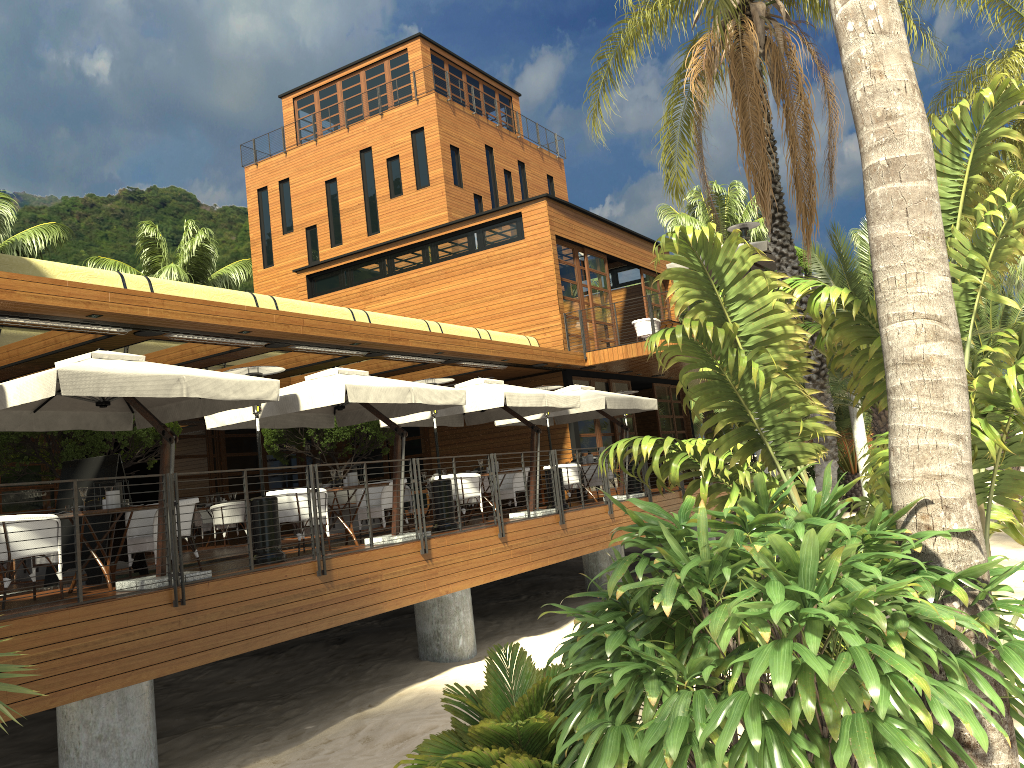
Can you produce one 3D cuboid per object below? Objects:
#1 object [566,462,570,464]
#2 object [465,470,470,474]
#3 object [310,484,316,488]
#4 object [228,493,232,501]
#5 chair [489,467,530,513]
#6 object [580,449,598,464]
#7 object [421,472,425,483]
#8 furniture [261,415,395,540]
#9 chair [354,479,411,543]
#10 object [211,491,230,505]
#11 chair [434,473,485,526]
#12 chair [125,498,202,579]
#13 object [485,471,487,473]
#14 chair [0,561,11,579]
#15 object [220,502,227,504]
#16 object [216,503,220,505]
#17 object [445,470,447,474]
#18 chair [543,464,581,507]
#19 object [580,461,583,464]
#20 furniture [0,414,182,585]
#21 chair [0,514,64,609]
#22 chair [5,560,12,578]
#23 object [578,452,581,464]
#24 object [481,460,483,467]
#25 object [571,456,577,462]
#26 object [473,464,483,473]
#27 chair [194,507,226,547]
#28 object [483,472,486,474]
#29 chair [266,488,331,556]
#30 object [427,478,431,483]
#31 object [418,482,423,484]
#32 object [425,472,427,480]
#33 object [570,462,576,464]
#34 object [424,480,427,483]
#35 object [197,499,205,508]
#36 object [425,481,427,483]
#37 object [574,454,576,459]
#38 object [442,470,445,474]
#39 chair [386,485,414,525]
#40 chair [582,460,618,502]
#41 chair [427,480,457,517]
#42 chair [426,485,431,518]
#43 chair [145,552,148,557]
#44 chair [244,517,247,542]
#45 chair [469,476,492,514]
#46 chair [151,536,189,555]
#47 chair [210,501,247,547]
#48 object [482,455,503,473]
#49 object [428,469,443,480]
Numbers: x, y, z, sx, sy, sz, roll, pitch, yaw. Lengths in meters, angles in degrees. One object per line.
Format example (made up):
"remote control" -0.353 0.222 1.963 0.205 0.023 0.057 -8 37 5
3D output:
"object" 1.075 1.543 17.122 0.086 0.086 0.086 -11 -8 31
"object" -0.705 1.427 14.213 0.086 0.086 0.086 -11 -8 35
"object" -4.363 2.376 19.793 0.263 0.264 0.263 -5 -7 -10
"object" -5.542 2.268 17.444 0.082 0.227 0.082 -13 -10 42
"chair" 0.011 1.833 14.966 0.626 0.790 0.616 -11 -8 32
"object" 1.472 1.410 17.144 0.263 0.264 0.263 -5 -7 -14
"object" -1.824 1.934 18.307 0.082 0.227 0.082 -6 -7 -7
"furniture" -3.386 1.484 16.949 2.613 2.729 2.691 -9 -7 21
"chair" -1.739 1.719 12.105 0.626 0.790 0.616 -11 -8 32
"object" -5.635 2.230 17.140 0.263 0.264 0.263 -1 -9 -41
"chair" -0.819 1.784 13.655 0.626 0.790 0.616 -11 -8 32
"chair" -3.558 1.601 9.133 0.626 0.790 0.616 -11 -8 32
"object" -0.380 1.430 14.480 0.116 0.065 0.116 -10 -7 29
"chair" -7.426 2.433 12.627 0.617 0.790 0.626 -3 -8 -28
"object" -5.514 2.296 16.955 0.116 0.065 0.115 -5 -7 -15
"object" -5.586 2.281 16.850 0.086 0.086 0.086 -7 -7 4
"object" -1.407 1.934 18.747 0.082 0.227 0.082 -6 -7 -7
"chair" 0.962 1.900 16.566 0.626 0.790 0.616 -11 -8 32
"object" 1.400 1.546 17.389 0.116 0.065 0.116 -8 -7 12
"furniture" -6.147 1.320 12.569 2.569 2.729 2.712 -6 -7 -4
"chair" -4.389 1.552 7.822 0.626 0.790 0.616 -11 -8 32
"chair" -7.583 2.588 13.865 0.626 0.790 0.616 -12 -9 37
"object" 1.285 1.427 16.968 0.082 0.227 0.082 -11 -8 31
"object" -0.507 1.374 14.612 0.082 0.227 0.082 -11 -8 31
"object" 1.223 1.498 17.294 0.163 0.179 0.168 -11 -8 33
"object" -0.557 1.382 14.385 0.163 0.179 0.168 -11 -8 33
"chair" -6.080 2.841 17.735 0.627 0.790 0.615 -1 -9 -38
"object" -0.462 1.457 14.527 0.080 0.042 0.080 -6 -7 -8
"chair" -2.600 1.668 10.745 0.626 0.790 0.616 -11 -8 32
"object" -1.717 1.990 18.258 0.086 0.086 0.086 -11 -8 32
"object" -1.928 2.066 18.439 0.170 0.025 0.294 -6 -6 -8
"object" -1.830 1.980 18.717 0.082 0.227 0.082 -3 -8 -24
"object" 1.178 1.537 17.078 0.116 0.065 0.116 -8 -7 12
"object" -1.789 2.040 18.537 0.116 0.065 0.115 -5 -7 -10
"object" -6.013 2.316 17.144 0.163 0.179 0.167 -1 -9 -38
"object" -1.766 2.036 18.412 0.080 0.042 0.080 -9 -7 20
"object" 1.273 1.490 17.521 0.082 0.227 0.082 -11 -8 31
"object" -1.400 1.885 18.311 0.082 0.227 0.082 -3 -8 -24
"chair" -2.385 2.473 18.260 0.617 0.790 0.626 -5 -7 -13
"chair" 1.792 1.949 17.877 0.626 0.790 0.616 -11 -8 32
"chair" -1.326 2.282 17.636 0.627 0.790 0.615 -5 -7 -13
"chair" -1.555 2.488 19.268 0.627 0.790 0.615 -5 -7 -13
"chair" -6.394 2.602 15.242 0.626 0.790 0.616 -12 -9 37
"chair" -4.910 2.681 17.506 0.617 0.790 0.626 -1 -9 -38
"chair" -0.599 2.300 18.565 0.617 0.790 0.626 -5 -7 -13
"chair" -6.411 2.741 16.478 0.617 0.790 0.626 -1 -9 -38
"chair" -5.180 2.586 16.363 0.627 0.790 0.615 -1 -9 -38
"object" -0.308 1.295 14.236 0.263 0.264 0.263 -5 -7 -14
"object" -1.598 1.918 18.536 0.263 0.264 0.263 -5 -7 -13
